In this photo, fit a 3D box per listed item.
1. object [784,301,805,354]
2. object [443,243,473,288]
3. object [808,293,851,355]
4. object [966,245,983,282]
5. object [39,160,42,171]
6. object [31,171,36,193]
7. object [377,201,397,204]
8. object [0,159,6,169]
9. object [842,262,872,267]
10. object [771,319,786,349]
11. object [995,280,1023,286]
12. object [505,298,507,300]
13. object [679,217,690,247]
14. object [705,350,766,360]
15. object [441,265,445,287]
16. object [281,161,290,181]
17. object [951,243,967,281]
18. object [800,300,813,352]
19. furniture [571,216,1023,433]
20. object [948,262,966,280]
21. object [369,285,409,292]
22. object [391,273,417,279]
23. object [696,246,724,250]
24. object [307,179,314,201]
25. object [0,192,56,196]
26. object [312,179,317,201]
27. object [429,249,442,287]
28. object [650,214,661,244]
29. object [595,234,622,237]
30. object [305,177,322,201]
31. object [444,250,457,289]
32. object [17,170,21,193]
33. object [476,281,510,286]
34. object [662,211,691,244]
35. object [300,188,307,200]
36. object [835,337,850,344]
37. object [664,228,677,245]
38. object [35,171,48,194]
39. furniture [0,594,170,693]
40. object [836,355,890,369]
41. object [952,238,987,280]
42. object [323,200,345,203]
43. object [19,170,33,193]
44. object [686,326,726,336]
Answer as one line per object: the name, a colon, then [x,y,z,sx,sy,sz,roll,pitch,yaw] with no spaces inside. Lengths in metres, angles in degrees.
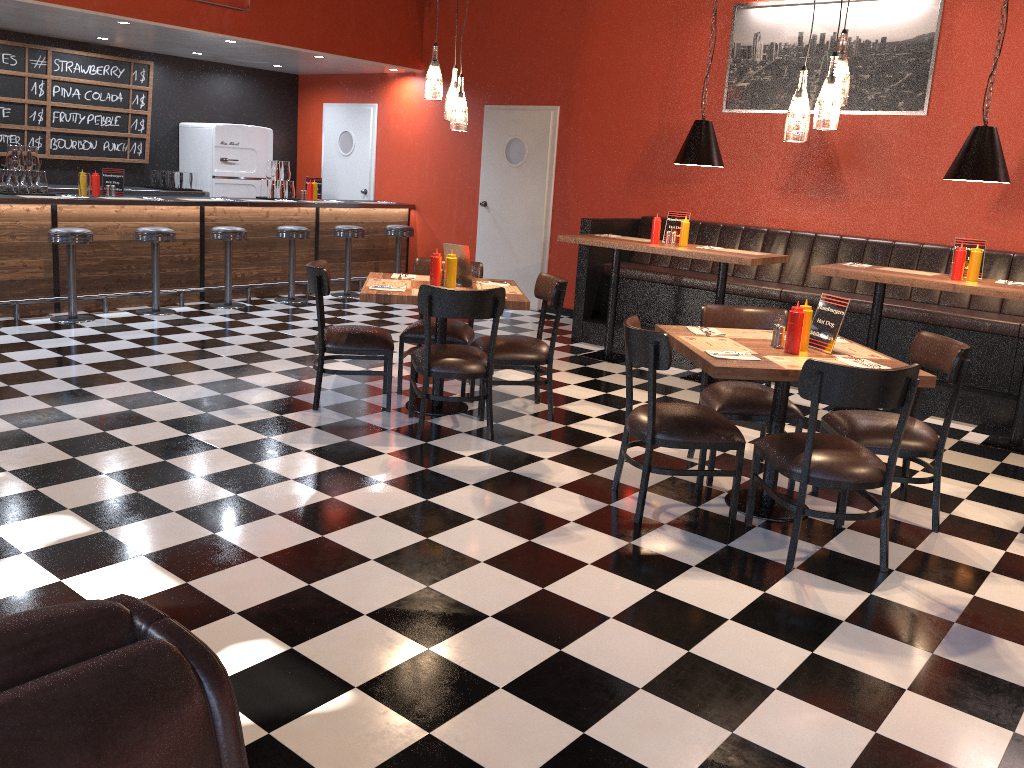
object: [1.280,-0.258,4.004,0.068,0.236,0.068,15,16,43]
object: [-0.333,-0.734,5.467,0.189,0.255,0.073,10,13,28]
object: [1.461,-0.282,4.114,0.072,0.255,0.190,-1,13,-21]
object: [2.944,-0.771,5.633,0.068,0.236,0.068,-6,15,-41]
object: [-5.058,-2.246,9.407,0.189,0.255,0.072,15,16,43]
object: [-4.246,-1.793,7.869,0.105,0.207,0.106,3,12,-6]
object: [-1.522,-2.196,10.696,0.158,0.019,0.257,-8,18,-40]
object: [-5.271,-2.198,9.150,0.072,0.255,0.189,-6,16,-40]
object: [2.431,-0.844,6.249,0.158,0.019,0.256,13,17,34]
object: [1.242,-0.236,4.123,0.047,0.135,0.094,4,12,-1]
object: [3.191,-0.652,5.675,0.158,0.019,0.256,13,17,34]
object: [-0.113,-0.520,5.154,0.157,0.019,0.257,3,14,-5]
object: [1.351,-1.197,6.936,0.068,0.236,0.068,7,12,13]
object: [0.979,-0.130,3.855,0.255,0.019,0.159,2,14,-7]
object: [-0.418,-0.661,5.404,0.094,0.135,0.047,10,13,28]
object: [-2.494,-2.347,9.759,0.105,0.207,0.106,3,12,-6]
object: [2.852,-0.781,5.649,0.068,0.236,0.068,-3,13,-30]
object: [1.340,-0.271,4.074,0.068,0.236,0.068,15,16,43]
furniture: [4.301,-0.157,5.771,8.801,1.139,1.108,15,16,38]
object: [2.890,-0.749,5.746,0.094,0.135,0.047,10,13,28]
object: [-0.701,-0.560,5.151,0.255,0.019,0.159,3,14,-2]
object: [-0.699,-0.696,5.714,0.157,0.019,0.257,3,14,-3]
object: [1.542,-1.068,6.923,0.158,0.019,0.256,13,17,34]
object: [-2.269,-2.181,9.965,0.068,0.236,0.068,0,12,-20]
object: [-4.274,-1.675,7.784,0.274,0.018,0.439,14,17,37]
object: [-2.244,-2.201,10.054,0.068,0.236,0.068,5,12,7]
object: [-0.456,-0.694,5.307,0.068,0.236,0.068,2,12,-8]
object: [1.138,-1.226,6.997,0.068,0.236,0.068,7,12,13]
object: [0.806,-1.263,7.517,0.158,0.019,0.256,13,17,34]
object: [-2.282,-2.246,10.186,0.188,0.255,0.073,0,12,-16]
object: [-0.364,-0.683,5.291,0.068,0.236,0.068,-5,14,-36]
object: [-4.320,-1.776,7.777,0.105,0.207,0.106,3,12,-6]
object: [-0.142,-0.652,5.689,0.255,0.019,0.159,1,14,-12]
object: [1.326,-1.258,7.138,0.189,0.255,0.073,11,13,29]
object: [-2.356,-2.148,10.022,0.047,0.135,0.094,11,14,33]
object: [1.541,-0.229,4.423,0.255,0.019,0.159,3,14,-5]
object: [1.260,-1.171,7.021,0.094,0.135,0.047,11,13,29]
object: [-4.148,-1.771,7.806,0.105,0.207,0.106,3,12,-6]
furniture: [-1.120,0.784,0.375,0.709,1.144,1.716,13,16,37]
object: [1.524,-0.097,3.874,0.157,0.019,0.257,1,14,-13]
object: [3.002,-0.825,5.829,0.188,0.255,0.073,8,12,18]
object: [-2.036,-2.080,10.074,0.256,0.019,0.158,13,16,33]
object: [-4.231,-1.755,7.716,0.105,0.207,0.106,3,12,-6]
object: [0.969,-0.263,4.402,0.157,0.019,0.257,3,14,-4]
